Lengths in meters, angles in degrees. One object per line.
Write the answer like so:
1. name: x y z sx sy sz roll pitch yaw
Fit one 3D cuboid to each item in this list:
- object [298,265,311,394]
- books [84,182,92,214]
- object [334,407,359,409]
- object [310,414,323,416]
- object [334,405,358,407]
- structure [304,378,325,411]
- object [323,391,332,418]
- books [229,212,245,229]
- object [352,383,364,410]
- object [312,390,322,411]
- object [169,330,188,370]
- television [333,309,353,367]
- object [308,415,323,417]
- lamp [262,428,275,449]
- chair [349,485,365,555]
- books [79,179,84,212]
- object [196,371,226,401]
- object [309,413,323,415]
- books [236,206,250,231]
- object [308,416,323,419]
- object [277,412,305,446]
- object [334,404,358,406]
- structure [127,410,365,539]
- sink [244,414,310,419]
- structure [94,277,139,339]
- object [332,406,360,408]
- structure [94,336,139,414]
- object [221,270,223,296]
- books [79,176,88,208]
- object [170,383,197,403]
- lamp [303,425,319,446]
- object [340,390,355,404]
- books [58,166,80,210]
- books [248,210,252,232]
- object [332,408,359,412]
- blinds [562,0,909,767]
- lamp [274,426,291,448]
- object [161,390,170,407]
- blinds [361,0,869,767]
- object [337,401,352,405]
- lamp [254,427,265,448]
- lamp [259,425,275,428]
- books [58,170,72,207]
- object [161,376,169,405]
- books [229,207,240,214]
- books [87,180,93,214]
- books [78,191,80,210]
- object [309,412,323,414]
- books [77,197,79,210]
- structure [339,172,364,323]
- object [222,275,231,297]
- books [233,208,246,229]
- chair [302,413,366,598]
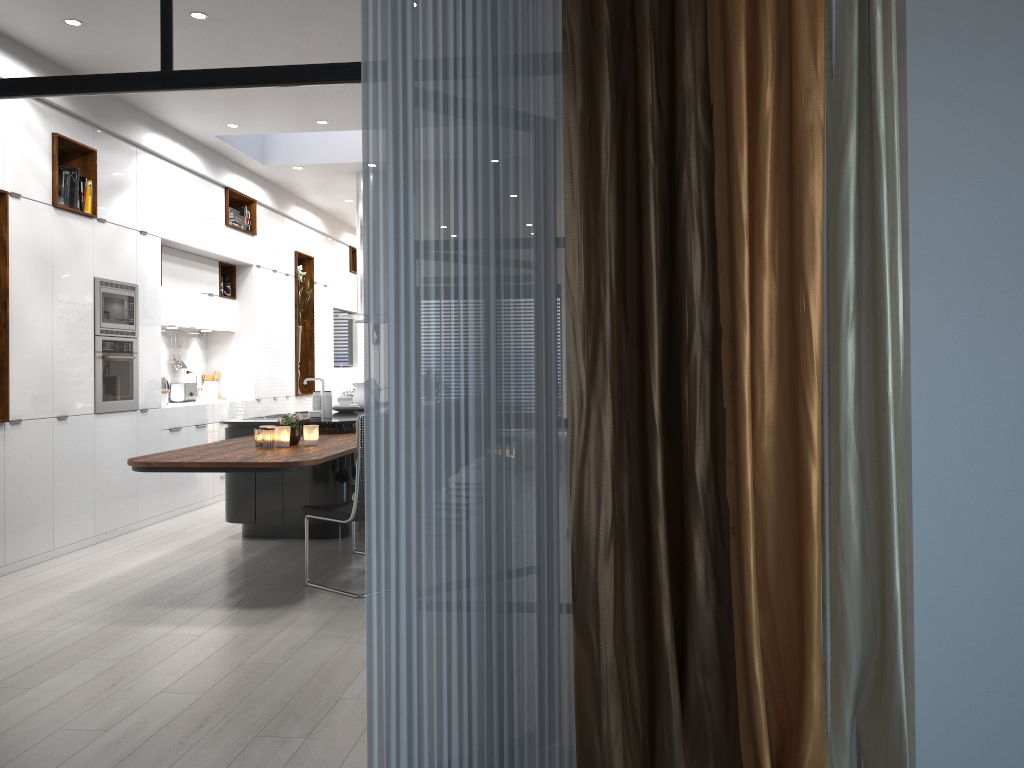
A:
1. object: -2.656 -0.682 10.983 0.322 1.615 0.323 -1 -1 32
2. books: -3.158 -1.350 6.459 0.184 0.245 0.033 -1 0 6
3. object: -1.502 0.225 7.976 0.264 0.033 0.264 0 1 43
4. object: -1.496 0.244 6.761 0.111 0.023 0.111 0 1 19
5. object: -1.503 0.203 7.975 0.229 0.016 0.229 0 1 3
6. structure: -1.599 0.107 7.146 0.177 0.310 0.089 -1 0 6
7. object: -1.437 0.156 6.910 0.071 0.219 0.071 -1 0 32
8. books: -2.920 -1.662 9.062 0.279 0.137 0.345 0 1 1
9. object: -1.382 0.115 8.244 0.211 0.254 0.183 0 0 40
10. object: -1.520 0.156 6.910 0.071 0.219 0.071 0 0 -30
11. object: -3.306 -0.330 8.759 0.069 0.389 0.320 -1 0 7
12. television: -2.490 -0.651 12.800 0.050 0.805 1.187 -1 0 6
13. object: -1.496 0.250 6.761 0.111 0.023 0.111 0 1 19
14. lamp: -1.454 0.327 5.294 0.078 0.120 0.078 0 0 -11
15. chair: -0.779 0.650 6.148 0.536 1.018 0.471 -1 0 36
16. books: -3.187 -1.348 6.403 0.190 0.253 0.026 -1 -1 6
17. object: -3.176 0.015 9.319 0.221 0.316 0.330 -1 0 6
18. object: -1.496 0.237 6.761 0.111 0.023 0.111 0 1 19
19. books: -2.886 -1.722 9.357 0.253 0.312 0.030 -1 -1 6
20. object: -1.496 0.257 6.761 0.111 0.023 0.111 0 1 19
21. object: -1.373 0.278 5.525 0.151 0.206 0.157 -1 0 23
22. object: -1.503 0.194 7.975 0.229 0.016 0.229 0 1 3
23. structure: -1.415 0.701 7.368 1.377 0.887 5.641 0 1 6
24. sink: -1.802 0.335 7.193 0.485 0.152 0.738 0 1 6
25. structure: -3.247 -0.570 6.822 0.459 0.430 0.595 0 0 6
26. object: -1.502 0.219 7.976 0.264 0.033 0.264 0 1 43
27. structure: -3.224 -0.070 6.815 0.495 0.570 0.595 0 0 6
28. object: -3.064 -1.050 9.205 0.124 0.275 0.124 0 0 -6
29. books: -3.196 -1.376 6.431 0.238 0.288 0.030 -1 -1 6
30. object: -3.243 0.085 8.774 0.177 0.195 0.260 0 0 6
31. lamp: -1.243 0.318 5.488 0.095 0.124 0.095 0 0 39
32. object: -1.567 0.151 8.606 0.211 0.174 0.211 0 0 13
33. books: -3.197 -1.387 6.286 0.268 0.321 0.047 0 0 6
34. books: -2.873 -1.719 9.435 0.210 0.267 0.026 -1 -1 6
35. object: -1.502 0.232 7.975 0.264 0.033 0.264 0 1 43
36. blinds: 0.530 -0.309 2.105 0.811 3.045 0.254 -1 -1 7
37. lamp: -1.395 0.321 5.388 0.095 0.124 0.095 -1 0 -1
38. object: -3.163 0.127 7.653 0.380 0.148 0.263 0 1 6
39. blinds: 0.257 -0.301 2.237 1.301 3.069 0.052 -1 -1 6
40. object: -1.503 0.174 7.976 0.138 0.051 0.138 -1 1 -14
41. lamp: -1.519 0.326 5.367 0.078 0.120 0.078 0 0 -11
42. lamp: -1.509 0.321 5.472 0.095 0.124 0.095 0 0 23
43. books: -3.212 -1.363 6.210 0.236 0.278 0.106 0 0 6
44. object: -3.256 0.058 8.201 0.220 0.270 0.179 -1 0 -42
45. books: -2.944 -1.754 9.044 0.250 0.047 0.307 0 1 2
46. books: -3.169 -1.360 6.488 0.212 0.264 0.024 -1 -1 6
47. books: -3.217 -1.365 6.378 0.230 0.296 0.030 -1 -1 6
48. object: -1.496 0.231 6.761 0.111 0.023 0.111 0 1 19
49. books: -3.199 -1.365 6.325 0.230 0.296 0.030 -1 -1 6
50. structure: -1.489 -1.442 9.500 0.695 1.609 1.043 -1 0 5
51. object: -3.043 -1.032 9.398 0.123 0.231 0.123 -1 0 7
52. books: -2.882 -1.712 9.273 0.197 0.268 0.026 -1 -1 6
53. chair: -0.889 0.666 5.216 0.536 1.018 0.471 -1 0 41
